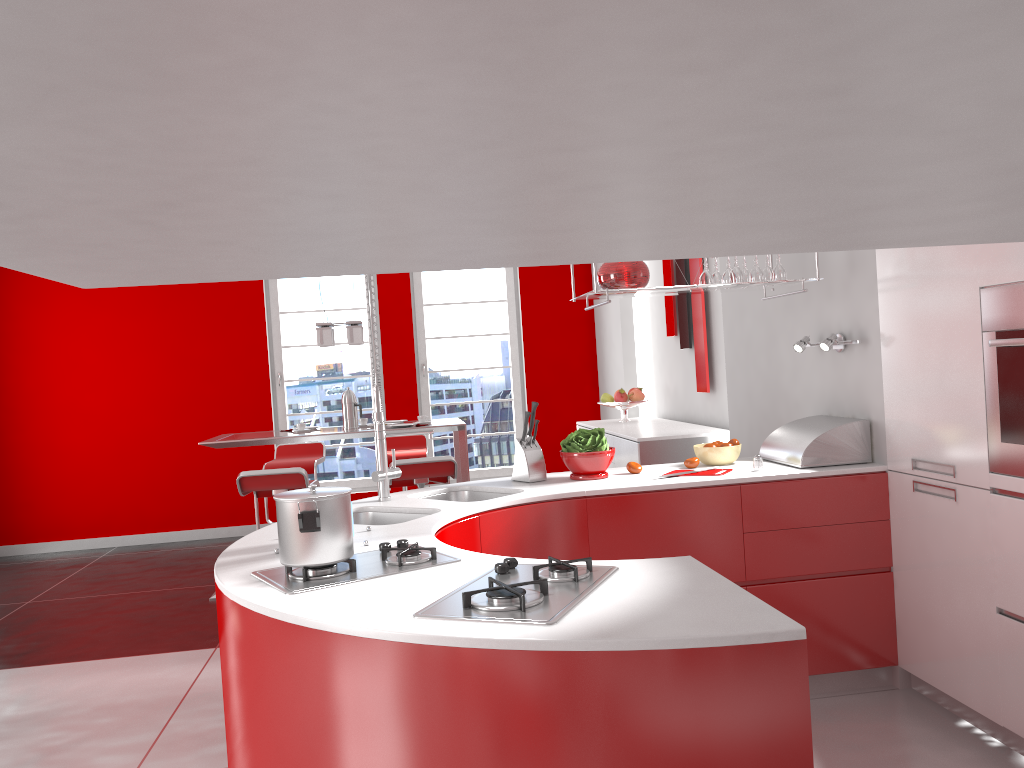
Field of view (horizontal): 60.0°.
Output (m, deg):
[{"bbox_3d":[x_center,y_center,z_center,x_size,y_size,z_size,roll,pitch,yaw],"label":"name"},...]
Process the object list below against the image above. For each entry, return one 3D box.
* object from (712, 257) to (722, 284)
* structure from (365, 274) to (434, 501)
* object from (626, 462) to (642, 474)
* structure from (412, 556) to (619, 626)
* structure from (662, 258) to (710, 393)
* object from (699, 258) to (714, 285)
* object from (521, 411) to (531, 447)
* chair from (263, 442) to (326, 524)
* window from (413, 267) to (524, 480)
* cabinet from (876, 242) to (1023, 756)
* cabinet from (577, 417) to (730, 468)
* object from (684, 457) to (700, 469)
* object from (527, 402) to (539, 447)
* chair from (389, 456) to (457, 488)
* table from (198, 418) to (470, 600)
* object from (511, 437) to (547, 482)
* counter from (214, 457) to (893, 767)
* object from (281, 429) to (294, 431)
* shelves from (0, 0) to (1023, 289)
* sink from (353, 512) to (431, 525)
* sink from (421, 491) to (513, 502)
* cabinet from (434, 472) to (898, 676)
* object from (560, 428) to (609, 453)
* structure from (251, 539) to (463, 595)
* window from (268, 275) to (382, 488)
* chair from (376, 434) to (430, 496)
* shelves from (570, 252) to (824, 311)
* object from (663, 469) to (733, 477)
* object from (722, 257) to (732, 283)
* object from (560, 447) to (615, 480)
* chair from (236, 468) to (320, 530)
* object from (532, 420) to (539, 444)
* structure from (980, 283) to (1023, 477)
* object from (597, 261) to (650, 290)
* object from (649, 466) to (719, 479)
[{"bbox_3d":[0.879,-0.474,3.817,0.060,0.141,0.060,-4,1,-30],"label":"object"},{"bbox_3d":[-0.467,-0.018,3.325,0.178,0.920,0.308,-3,1,36],"label":"structure"},{"bbox_3d":[0.511,0.349,3.700,0.064,0.048,0.063,-4,1,-29],"label":"object"},{"bbox_3d":[0.023,0.424,1.890,0.303,0.037,0.457,-3,1,23],"label":"structure"},{"bbox_3d":[1.197,-0.698,6.230,0.040,1.503,0.820,-4,1,-7],"label":"structure"},{"bbox_3d":[0.816,-0.468,3.724,0.060,0.141,0.060,-4,1,-7],"label":"object"},{"bbox_3d":[0.048,0.252,3.650,0.012,0.279,0.130,-5,1,-36],"label":"object"},{"bbox_3d":[-1.658,0.898,6.873,0.418,0.857,0.460,-4,1,0],"label":"chair"},{"bbox_3d":[-0.393,-0.136,8.265,0.938,2.038,0.117,-4,1,-7],"label":"window"},{"bbox_3d":[1.908,0.179,2.301,0.614,2.026,2.398,-4,1,-7],"label":"cabinet"},{"bbox_3d":[0.961,0.732,6.235,0.610,0.880,1.802,-4,1,-7],"label":"cabinet"},{"bbox_3d":[0.761,0.335,3.754,0.065,0.047,0.063,-4,1,-8],"label":"object"},{"bbox_3d":[0.074,0.234,3.658,0.014,0.322,0.150,-5,1,-36],"label":"object"},{"bbox_3d":[-0.535,0.857,5.395,0.418,0.857,0.460,-4,1,-12],"label":"chair"},{"bbox_3d":[-1.161,0.810,6.122,1.700,1.000,0.800,-4,1,-7],"label":"table"},{"bbox_3d":[0.064,0.310,3.683,0.091,0.178,0.137,-4,1,-34],"label":"object"},{"bbox_3d":[0.244,0.845,3.051,1.868,0.880,2.865,-3,1,26],"label":"counter"},{"bbox_3d":[-1.606,0.328,6.310,0.095,0.012,0.234,-4,1,-9],"label":"object"},{"bbox_3d":[0.581,0.021,0.221,1.735,2.599,0.535,-4,1,-7],"label":"shelves"},{"bbox_3d":[-0.469,0.556,3.049,0.428,0.172,0.326,-3,1,32],"label":"sink"},{"bbox_3d":[-0.173,0.529,3.434,0.428,0.172,0.326,-3,2,44],"label":"sink"},{"bbox_3d":[0.515,0.796,3.044,1.025,0.761,1.875,-3,2,38],"label":"cabinet"},{"bbox_3d":[0.301,0.275,3.647,0.198,0.182,0.193,-4,1,-2],"label":"object"},{"bbox_3d":[-0.391,0.443,2.228,0.457,0.037,0.303,-4,1,-32],"label":"structure"},{"bbox_3d":[-1.680,-0.050,8.098,0.938,2.038,0.117,-4,1,-7],"label":"window"},{"bbox_3d":[-0.842,0.843,6.998,0.418,0.857,0.460,-4,1,-5],"label":"chair"},{"bbox_3d":[0.712,-0.851,3.662,0.934,1.023,0.462,-4,1,-7],"label":"shelves"},{"bbox_3d":[0.748,0.358,3.576,0.266,0.006,0.168,-3,1,19],"label":"object"},{"bbox_3d":[0.914,-0.475,3.738,0.060,0.141,0.060,-4,1,-7],"label":"object"},{"bbox_3d":[0.314,0.328,3.650,0.229,0.118,0.228,-5,1,-36],"label":"object"},{"bbox_3d":[-1.363,0.913,5.293,0.418,0.857,0.460,-4,1,-3],"label":"chair"},{"bbox_3d":[0.092,0.246,3.681,0.009,0.197,0.091,-5,1,-36],"label":"object"},{"bbox_3d":[1.544,-0.007,2.554,0.050,0.589,0.599,-4,1,-7],"label":"structure"},{"bbox_3d":[0.450,-0.505,3.613,0.213,0.266,0.213,-3,1,21],"label":"object"},{"bbox_3d":[0.696,0.355,3.551,0.375,0.008,0.041,-4,1,-31],"label":"object"}]
